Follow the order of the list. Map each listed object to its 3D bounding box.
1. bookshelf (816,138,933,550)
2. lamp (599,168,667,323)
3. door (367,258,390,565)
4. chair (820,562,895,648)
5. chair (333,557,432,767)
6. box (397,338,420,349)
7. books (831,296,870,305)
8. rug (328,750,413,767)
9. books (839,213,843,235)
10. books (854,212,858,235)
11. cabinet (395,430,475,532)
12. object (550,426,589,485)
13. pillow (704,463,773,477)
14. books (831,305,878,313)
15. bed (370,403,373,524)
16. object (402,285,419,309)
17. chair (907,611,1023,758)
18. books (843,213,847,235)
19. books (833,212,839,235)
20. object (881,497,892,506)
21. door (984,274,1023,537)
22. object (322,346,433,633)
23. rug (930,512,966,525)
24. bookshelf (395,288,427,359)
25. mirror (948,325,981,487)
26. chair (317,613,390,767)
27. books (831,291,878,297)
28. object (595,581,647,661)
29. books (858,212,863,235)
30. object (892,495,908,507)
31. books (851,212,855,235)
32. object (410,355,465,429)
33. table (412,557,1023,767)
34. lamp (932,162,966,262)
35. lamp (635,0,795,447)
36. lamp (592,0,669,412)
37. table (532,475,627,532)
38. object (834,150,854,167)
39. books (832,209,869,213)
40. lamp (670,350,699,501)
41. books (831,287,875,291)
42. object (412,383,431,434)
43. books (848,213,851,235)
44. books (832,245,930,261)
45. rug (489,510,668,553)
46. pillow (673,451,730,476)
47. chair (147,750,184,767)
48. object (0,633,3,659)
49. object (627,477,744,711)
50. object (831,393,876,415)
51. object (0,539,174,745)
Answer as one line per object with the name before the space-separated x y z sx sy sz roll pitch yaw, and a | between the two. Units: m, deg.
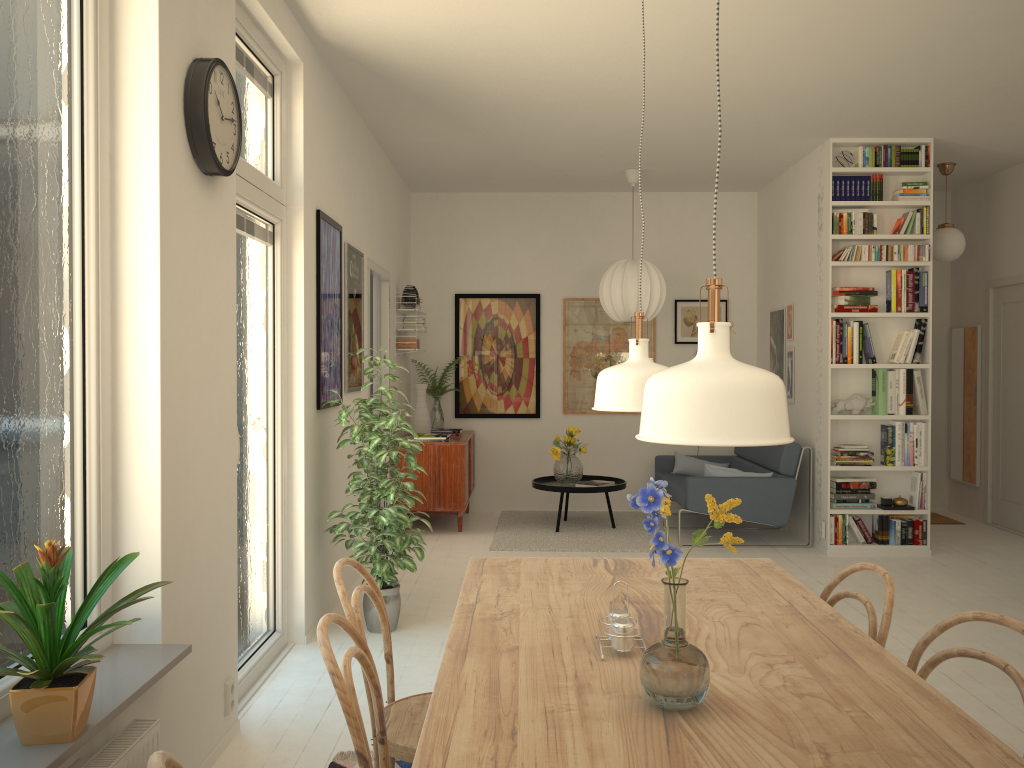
bookshelf | 2.559 -0.255 6.282 0.710 2.900 0.249 0 1 1
lamp | 0.976 -1.113 7.156 0.536 1.229 0.536 1 1 35
door | -1.384 0.173 6.357 0.882 2.033 0.955 0 1 1
chair | 0.691 0.863 2.222 0.483 0.810 0.385 0 1 -2
chair | -0.213 0.860 2.293 0.483 0.810 0.385 0 1 3
box | -0.851 -0.329 7.293 0.152 0.084 0.266 0 1 1
books | 2.393 -0.583 6.274 0.268 0.064 0.128 -1 1 -29
rug | 0.245 1.287 1.534 1.748 0.035 3.025 0 1 1
books | 2.288 -1.112 6.258 0.030 0.149 0.202 0 1 1
books | 2.392 -1.117 6.268 0.028 0.159 0.222 0 1 1
cabinet | -0.624 0.801 7.474 0.546 0.727 1.262 0 1 1
object | 0.450 0.581 7.202 0.291 0.471 0.361 1 1 39
pillow | 1.636 0.746 6.507 0.533 0.353 0.141 0 1 0
books | 2.394 -0.524 6.266 0.300 0.056 0.202 0 1 1
bed | -1.928 0.669 7.657 1.656 0.973 0.934 0 1 1
object | -0.827 -0.705 7.220 0.139 0.200 0.139 1 1 45
chair | 0.777 0.874 1.718 0.483 0.810 0.385 0 1 -17
books | 2.315 -1.114 6.253 0.023 0.152 0.199 0 1 1
books | 2.256 -1.117 6.256 0.034 0.162 0.197 0 1 1
object | 2.639 0.830 6.252 0.058 0.055 0.058 0 1 1
door | 4.014 0.165 6.945 0.166 2.033 0.955 0 1 1
object | -0.674 0.522 4.445 0.569 1.424 0.514 1 1 44
rug | 3.315 1.163 7.674 0.941 0.002 0.553 0 1 1
bookshelf | -0.844 -0.498 7.469 0.184 0.564 0.695 0 1 1
mirror | 3.950 0.179 7.744 0.029 1.370 0.500 0 1 1
chair | -0.145 0.872 1.791 0.483 0.810 0.385 0 1 -2
books | 2.395 -0.635 6.285 0.314 0.035 0.205 0 1 1
object | 0.222 0.468 1.797 0.095 0.138 0.155 0 1 1
books | 2.424 -1.114 6.260 0.035 0.158 0.200 0 1 1
object | 3.358 0.360 5.387 0.778 1.711 2.088 0 1 -18
books | 2.371 -1.114 6.252 0.012 0.155 0.208 0 1 1
object | -0.648 0.084 7.908 0.476 0.686 0.398 0 1 3
table | 0.309 0.912 1.751 0.894 0.749 1.798 0 1 1
lamp | 3.394 -1.336 6.933 0.275 0.767 0.275 0 1 -5
lamp | 0.300 -0.715 1.308 0.229 1.595 0.229 -1 1 -44
lamp | 0.312 -0.734 2.167 0.229 1.595 0.229 1 1 36
table | 0.541 0.975 7.176 0.761 0.386 0.761 0 1 17
object | 2.325 -1.566 6.202 0.131 0.131 0.131 0 1 -4
books | 2.364 -1.207 6.265 0.255 0.022 0.189 0 1 11
lamp | 1.587 0.351 8.021 0.360 1.416 0.112 0 1 1
books | 2.387 -0.664 6.277 0.266 0.026 0.203 0 1 -10
object | -0.744 0.219 7.271 0.160 0.445 0.158 1 1 40
books | 2.353 -1.116 6.268 0.024 0.155 0.188 0 1 1
books | 2.559 -0.908 6.268 0.664 0.110 0.278 0 1 1
rug | 0.534 1.167 7.137 1.304 0.012 1.661 0 1 3
pillow | 1.658 0.727 7.783 0.540 0.277 0.157 0 1 2
chair | -0.244 0.884 1.234 0.483 0.810 0.385 0 1 -27
object | -0.989 0.493 1.335 0.383 0.561 0.395 0 1 -1
object | 0.273 0.349 1.500 0.145 0.388 0.206 -1 1 -37
object | 2.399 0.140 6.246 0.311 0.150 0.137 0 1 9
object | -0.971 0.547 1.947 0.417 0.425 0.487 0 1 8
